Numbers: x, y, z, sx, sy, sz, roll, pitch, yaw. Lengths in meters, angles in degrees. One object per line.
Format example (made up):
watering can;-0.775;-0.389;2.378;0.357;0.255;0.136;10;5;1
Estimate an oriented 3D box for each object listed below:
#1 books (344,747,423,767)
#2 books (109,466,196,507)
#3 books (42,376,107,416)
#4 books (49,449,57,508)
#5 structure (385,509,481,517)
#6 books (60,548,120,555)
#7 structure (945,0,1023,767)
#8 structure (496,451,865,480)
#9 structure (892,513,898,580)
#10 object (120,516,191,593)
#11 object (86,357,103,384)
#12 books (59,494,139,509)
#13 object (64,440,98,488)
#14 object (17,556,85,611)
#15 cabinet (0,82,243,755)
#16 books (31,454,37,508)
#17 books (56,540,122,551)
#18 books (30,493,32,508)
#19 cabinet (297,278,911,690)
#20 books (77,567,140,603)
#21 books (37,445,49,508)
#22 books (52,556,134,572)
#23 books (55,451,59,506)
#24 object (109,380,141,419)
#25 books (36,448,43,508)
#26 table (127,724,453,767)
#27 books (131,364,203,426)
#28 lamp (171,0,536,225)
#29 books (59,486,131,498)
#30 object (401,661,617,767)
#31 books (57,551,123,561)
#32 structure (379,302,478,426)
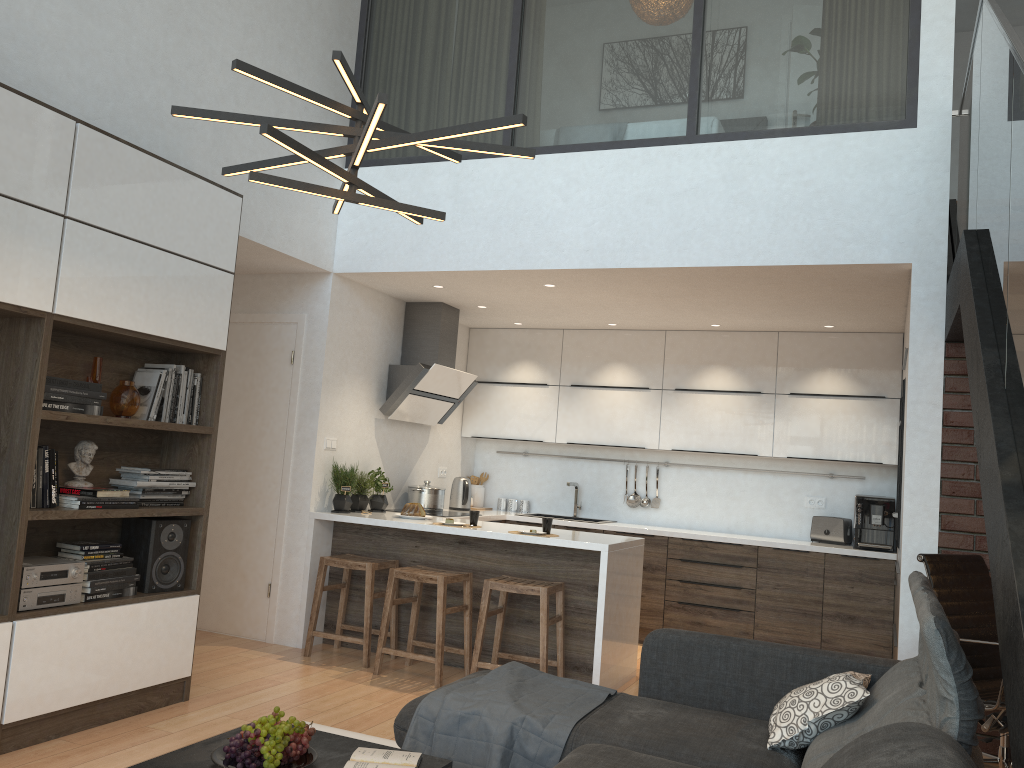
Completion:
books;-0.372;1.094;2.544;0.199;0.025;0.294;4;-5;2
books;-1.721;0.486;4.212;0.224;0.176;0.374;2;-6;23
books;-1.927;0.047;3.704;0.277;0.137;0.343;3;-6;18
books;-1.956;0.384;3.659;0.177;0.242;0.066;2;-6;23
structure;-0.595;0.947;6.539;0.550;0.006;0.609;2;-6;23
books;-1.867;0.736;3.928;0.142;0.015;0.198;2;-6;21
structure;2.143;0.162;2.790;1.289;3.460;5.660;2;-6;23
structure;1.250;0.649;7.187;3.000;0.045;0.050;2;-6;23
structure;2.658;0.978;5.579;0.495;0.570;0.595;2;-6;23
object;-1.702;0.805;4.225;0.244;0.331;0.214;1;-6;33
object;-1.869;0.009;3.945;0.081;0.265;0.082;-1;-7;44
books;-1.836;0.510;3.866;0.250;0.047;0.310;2;-6;28
object;-1.903;0.351;3.920;0.117;0.207;0.116;7;-6;-26
object;-1.954;0.809;3.607;0.270;0.174;0.285;2;-6;23
cabinet;-2.373;0.047;2.587;0.338;2.494;4.036;2;-6;23
books;-1.991;0.378;3.586;0.170;0.236;0.049;2;-6;24
books;-1.878;0.717;3.938;0.161;0.023;0.213;2;-6;26
books;-2.007;0.374;3.566;0.189;0.240;0.053;2;-6;23
cabinet;0.808;0.664;6.092;3.495;2.401;2.401;2;-6;23
books;-1.847;0.872;3.912;0.248;0.123;0.307;3;-6;18
books;-1.974;0.374;3.635;0.193;0.255;0.066;2;-6;23
books;-1.861;0.788;3.923;0.224;0.042;0.277;3;-6;19
books;-1.972;0.390;3.701;0.179;0.233;0.077;2;-6;23
object;-1.750;0.072;4.011;0.130;0.171;0.130;7;-6;-27
books;-1.975;0.377;3.603;0.169;0.242;0.050;2;-6;23
table;-0.647;1.241;2.470;0.700;0.323;0.700;2;-6;23
books;-1.695;0.045;4.283;0.201;0.287;0.332;2;-6;23
lamp;-0.342;-2.356;2.826;1.200;3.645;0.831;1;-6;33
books;-1.855;0.471;3.889;0.266;0.030;0.209;3;-5;17
object;0.026;1.244;3.132;0.548;0.369;0.685;1;-6;31
books;-1.865;0.755;3.926;0.161;0.023;0.213;2;-6;26
structure;-0.584;-0.200;6.684;0.407;0.998;0.898;2;-6;23
